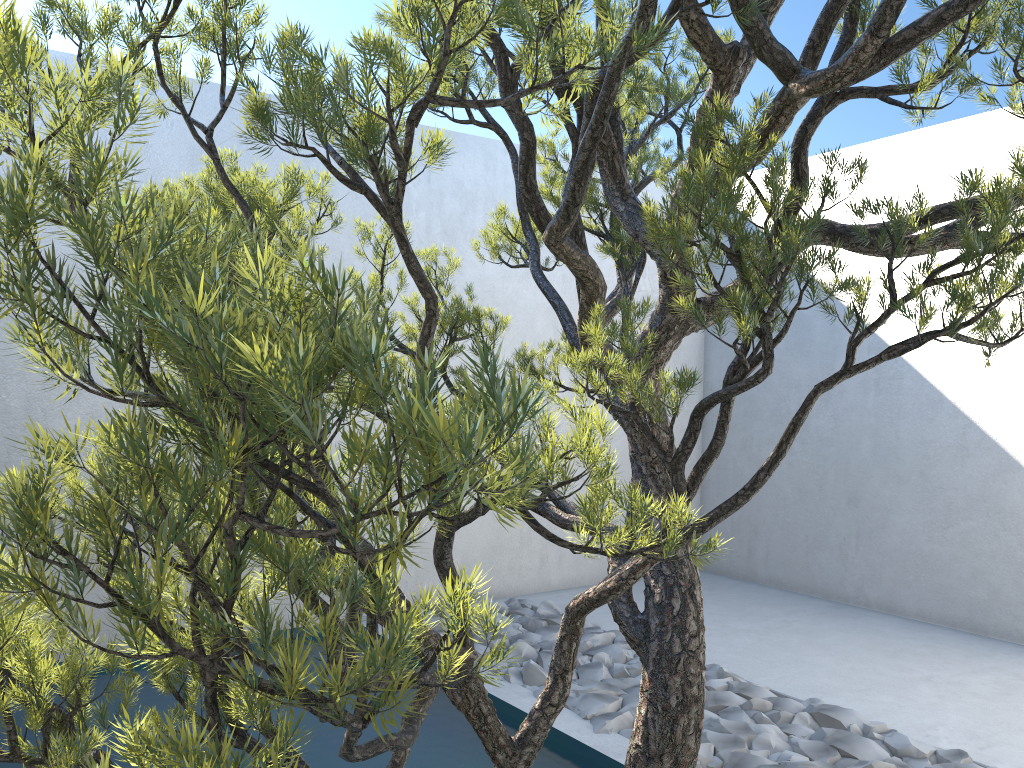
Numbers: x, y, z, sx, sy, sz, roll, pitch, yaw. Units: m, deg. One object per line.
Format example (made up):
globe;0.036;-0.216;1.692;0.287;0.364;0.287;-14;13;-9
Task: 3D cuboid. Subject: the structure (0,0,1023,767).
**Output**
structure;0.179;-0.198;1.810;2.584;3.482;2.514;-1;3;-41
